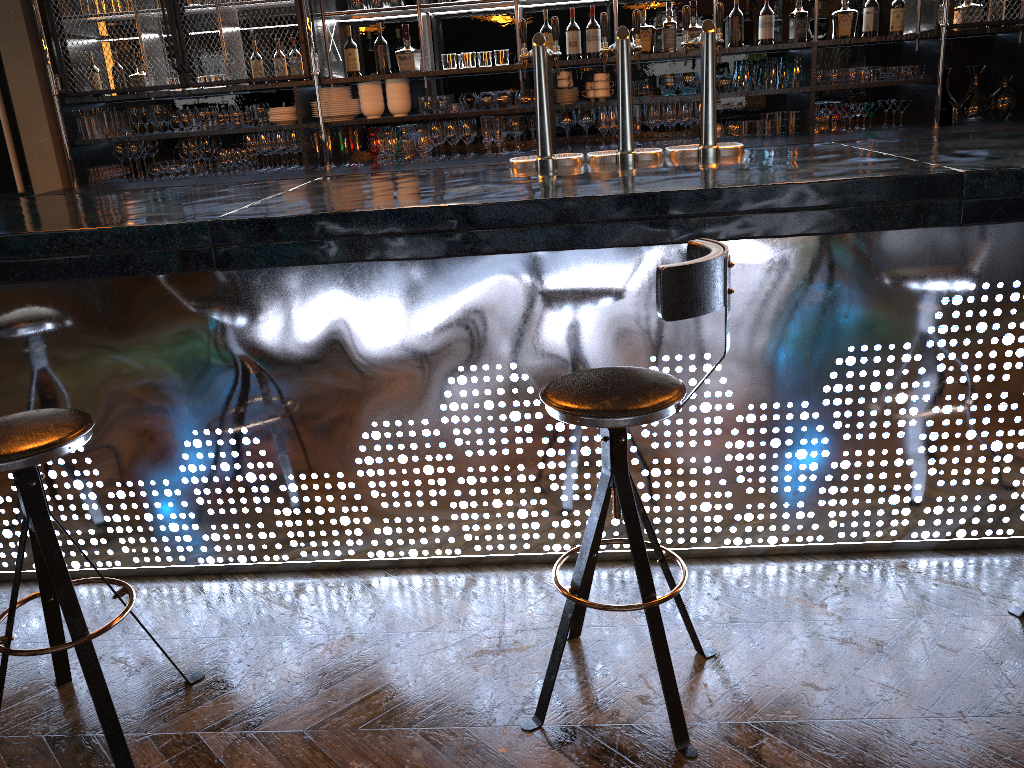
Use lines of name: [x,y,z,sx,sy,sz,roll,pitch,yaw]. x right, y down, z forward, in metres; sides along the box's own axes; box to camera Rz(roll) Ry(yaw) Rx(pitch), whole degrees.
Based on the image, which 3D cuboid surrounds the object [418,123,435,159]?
object: [-0.530,-1.498,5.482,0.082,0.213,0.082,-7,19,-7]

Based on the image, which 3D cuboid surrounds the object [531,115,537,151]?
object: [0.159,-1.527,5.406,0.071,0.217,0.071,0,19,12]

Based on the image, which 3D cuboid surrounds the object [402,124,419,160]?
object: [-0.627,-1.493,5.489,0.082,0.213,0.082,9,23,34]

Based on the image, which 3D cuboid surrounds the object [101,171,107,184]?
object: [-2.499,-1.268,5.450,0.034,0.080,0.034,2,19,17]

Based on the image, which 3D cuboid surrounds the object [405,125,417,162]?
object: [-0.633,-1.464,5.404,0.082,0.213,0.082,-9,19,-15]

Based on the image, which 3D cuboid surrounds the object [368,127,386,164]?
object: [-0.824,-1.456,5.421,0.082,0.213,0.082,-5,18,-3]

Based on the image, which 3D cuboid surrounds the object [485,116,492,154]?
object: [-0.146,-1.556,5.549,0.071,0.226,0.071,-12,20,-22]

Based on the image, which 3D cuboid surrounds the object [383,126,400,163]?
object: [-0.733,-1.459,5.411,0.082,0.213,0.082,-11,19,-18]

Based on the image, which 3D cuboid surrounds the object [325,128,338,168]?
object: [-1.114,-1.446,5.431,0.073,0.229,0.073,-6,19,-6]

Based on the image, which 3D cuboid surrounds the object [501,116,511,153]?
object: [-0.043,-1.550,5.520,0.092,0.218,0.092,-17,22,-33]

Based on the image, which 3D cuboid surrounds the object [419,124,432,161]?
object: [-0.536,-1.470,5.398,0.082,0.213,0.082,-9,19,-14]

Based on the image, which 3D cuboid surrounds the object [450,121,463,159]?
object: [-0.351,-1.492,5.417,0.084,0.216,0.084,-5,18,-3]

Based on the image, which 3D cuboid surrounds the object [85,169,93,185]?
object: [-2.625,-1.286,5.505,0.028,0.097,0.028,-6,19,-5]

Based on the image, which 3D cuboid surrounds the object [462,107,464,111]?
object: [-0.323,-1.723,5.515,0.049,0.048,0.044,-7,19,-7]

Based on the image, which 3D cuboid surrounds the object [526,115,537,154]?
object: [0.125,-1.499,5.330,0.071,0.217,0.071,0,19,12]

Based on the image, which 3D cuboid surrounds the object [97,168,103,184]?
object: [-2.546,-1.287,5.489,0.031,0.098,0.031,12,25,41]

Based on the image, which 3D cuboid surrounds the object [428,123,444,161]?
object: [-0.455,-1.446,5.302,0.084,0.216,0.084,-7,19,-7]

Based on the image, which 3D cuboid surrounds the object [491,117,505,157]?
object: [-0.082,-1.466,5.263,0.071,0.226,0.071,-12,20,-22]

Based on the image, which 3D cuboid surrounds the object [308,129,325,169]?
object: [-1.179,-1.420,5.369,0.073,0.229,0.073,-6,19,-6]

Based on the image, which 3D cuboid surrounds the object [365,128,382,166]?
object: [-0.832,-1.427,5.336,0.082,0.213,0.082,8,22,32]

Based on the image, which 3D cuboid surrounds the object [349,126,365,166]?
object: [-0.935,-1.437,5.365,0.073,0.229,0.073,-6,19,-6]

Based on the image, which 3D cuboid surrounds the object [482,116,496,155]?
object: [-0.140,-1.532,5.474,0.071,0.226,0.071,-12,20,-22]

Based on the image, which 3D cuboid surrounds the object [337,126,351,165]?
object: [-1.034,-1.476,5.504,0.073,0.229,0.073,-6,19,-6]

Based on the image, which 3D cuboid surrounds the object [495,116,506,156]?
object: [-0.078,-1.492,5.339,0.071,0.226,0.071,-12,20,-22]

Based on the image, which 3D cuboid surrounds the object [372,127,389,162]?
object: [-0.817,-1.484,5.504,0.082,0.213,0.082,-17,22,-33]

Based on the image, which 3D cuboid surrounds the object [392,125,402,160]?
object: [-0.720,-1.516,5.579,0.082,0.213,0.082,8,22,33]

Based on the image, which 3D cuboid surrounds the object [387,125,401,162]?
object: [-0.720,-1.489,5.497,0.082,0.213,0.082,4,20,24]

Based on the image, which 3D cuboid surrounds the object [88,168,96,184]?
object: [-2.621,-1.297,5.537,0.028,0.097,0.028,-17,22,-34]

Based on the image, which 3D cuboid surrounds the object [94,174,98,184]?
object: [-2.620,-1.308,5.568,0.028,0.097,0.028,6,21,28]

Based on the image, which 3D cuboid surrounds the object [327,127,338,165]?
object: [-1.147,-1.503,5.608,0.073,0.229,0.073,-6,19,-6]

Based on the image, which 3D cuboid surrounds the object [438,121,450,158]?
object: [-0.437,-1.532,5.557,0.084,0.216,0.084,12,25,41]

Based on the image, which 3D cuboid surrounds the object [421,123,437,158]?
object: [-0.523,-1.527,5.565,0.082,0.213,0.082,-6,18,-4]

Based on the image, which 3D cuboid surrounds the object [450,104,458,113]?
object: [-0.343,-1.636,5.260,0.044,0.048,0.049,-21,24,-40]

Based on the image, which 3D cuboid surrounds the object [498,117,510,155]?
object: [-0.055,-1.515,5.419,0.092,0.218,0.092,-17,22,-33]

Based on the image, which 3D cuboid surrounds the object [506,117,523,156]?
object: [0.018,-1.476,5.286,0.092,0.218,0.092,-17,22,-33]

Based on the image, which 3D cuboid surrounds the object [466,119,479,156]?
object: [-0.255,-1.541,5.543,0.084,0.216,0.084,5,21,26]

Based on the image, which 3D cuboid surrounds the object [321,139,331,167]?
object: [-1.149,-1.468,5.505,0.073,0.229,0.073,-6,19,-6]

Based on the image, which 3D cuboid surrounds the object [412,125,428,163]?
object: [-0.548,-1.440,5.312,0.082,0.213,0.082,8,22,33]

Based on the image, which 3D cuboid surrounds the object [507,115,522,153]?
object: [0.020,-1.553,5.516,0.092,0.218,0.092,-17,22,-33]

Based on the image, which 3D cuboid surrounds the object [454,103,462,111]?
object: [-0.329,-1.705,5.463,0.049,0.048,0.044,11,24,39]

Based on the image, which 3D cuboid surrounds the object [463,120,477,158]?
object: [-0.265,-1.498,5.417,0.084,0.216,0.084,-21,25,-40]

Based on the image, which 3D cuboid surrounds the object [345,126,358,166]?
object: [-0.983,-1.458,5.438,0.073,0.229,0.073,-6,19,-6]

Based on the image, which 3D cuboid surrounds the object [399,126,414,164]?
object: [-0.640,-1.436,5.321,0.082,0.213,0.082,10,23,36]

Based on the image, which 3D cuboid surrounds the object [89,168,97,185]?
object: [-2.587,-1.280,5.476,0.033,0.101,0.033,6,21,27]

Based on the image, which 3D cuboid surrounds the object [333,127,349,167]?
object: [-1.032,-1.434,5.376,0.073,0.229,0.073,-6,19,-6]

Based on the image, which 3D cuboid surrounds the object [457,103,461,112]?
object: [-0.331,-1.670,5.361,0.049,0.048,0.044,-7,19,-7]

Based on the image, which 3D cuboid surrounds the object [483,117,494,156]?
object: [-0.150,-1.502,5.386,0.071,0.226,0.071,-12,20,-22]

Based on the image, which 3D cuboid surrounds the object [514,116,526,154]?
object: [0.041,-1.512,5.387,0.092,0.218,0.092,-17,22,-33]

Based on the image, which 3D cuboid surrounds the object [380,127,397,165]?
object: [-0.743,-1.431,5.330,0.082,0.213,0.082,8,22,32]

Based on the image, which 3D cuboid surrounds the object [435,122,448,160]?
object: [-0.441,-1.489,5.428,0.084,0.216,0.084,1,19,16]

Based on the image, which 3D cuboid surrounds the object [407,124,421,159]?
object: [-0.620,-1.522,5.574,0.082,0.213,0.082,-3,18,4]

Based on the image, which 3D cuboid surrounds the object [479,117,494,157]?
object: [-0.153,-1.475,5.306,0.071,0.226,0.071,-12,20,-22]

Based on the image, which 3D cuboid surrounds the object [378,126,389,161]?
object: [-0.815,-1.512,5.588,0.082,0.213,0.082,-10,19,-18]

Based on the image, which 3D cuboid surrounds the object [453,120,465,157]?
object: [-0.346,-1.535,5.544,0.084,0.216,0.084,-3,18,3]
